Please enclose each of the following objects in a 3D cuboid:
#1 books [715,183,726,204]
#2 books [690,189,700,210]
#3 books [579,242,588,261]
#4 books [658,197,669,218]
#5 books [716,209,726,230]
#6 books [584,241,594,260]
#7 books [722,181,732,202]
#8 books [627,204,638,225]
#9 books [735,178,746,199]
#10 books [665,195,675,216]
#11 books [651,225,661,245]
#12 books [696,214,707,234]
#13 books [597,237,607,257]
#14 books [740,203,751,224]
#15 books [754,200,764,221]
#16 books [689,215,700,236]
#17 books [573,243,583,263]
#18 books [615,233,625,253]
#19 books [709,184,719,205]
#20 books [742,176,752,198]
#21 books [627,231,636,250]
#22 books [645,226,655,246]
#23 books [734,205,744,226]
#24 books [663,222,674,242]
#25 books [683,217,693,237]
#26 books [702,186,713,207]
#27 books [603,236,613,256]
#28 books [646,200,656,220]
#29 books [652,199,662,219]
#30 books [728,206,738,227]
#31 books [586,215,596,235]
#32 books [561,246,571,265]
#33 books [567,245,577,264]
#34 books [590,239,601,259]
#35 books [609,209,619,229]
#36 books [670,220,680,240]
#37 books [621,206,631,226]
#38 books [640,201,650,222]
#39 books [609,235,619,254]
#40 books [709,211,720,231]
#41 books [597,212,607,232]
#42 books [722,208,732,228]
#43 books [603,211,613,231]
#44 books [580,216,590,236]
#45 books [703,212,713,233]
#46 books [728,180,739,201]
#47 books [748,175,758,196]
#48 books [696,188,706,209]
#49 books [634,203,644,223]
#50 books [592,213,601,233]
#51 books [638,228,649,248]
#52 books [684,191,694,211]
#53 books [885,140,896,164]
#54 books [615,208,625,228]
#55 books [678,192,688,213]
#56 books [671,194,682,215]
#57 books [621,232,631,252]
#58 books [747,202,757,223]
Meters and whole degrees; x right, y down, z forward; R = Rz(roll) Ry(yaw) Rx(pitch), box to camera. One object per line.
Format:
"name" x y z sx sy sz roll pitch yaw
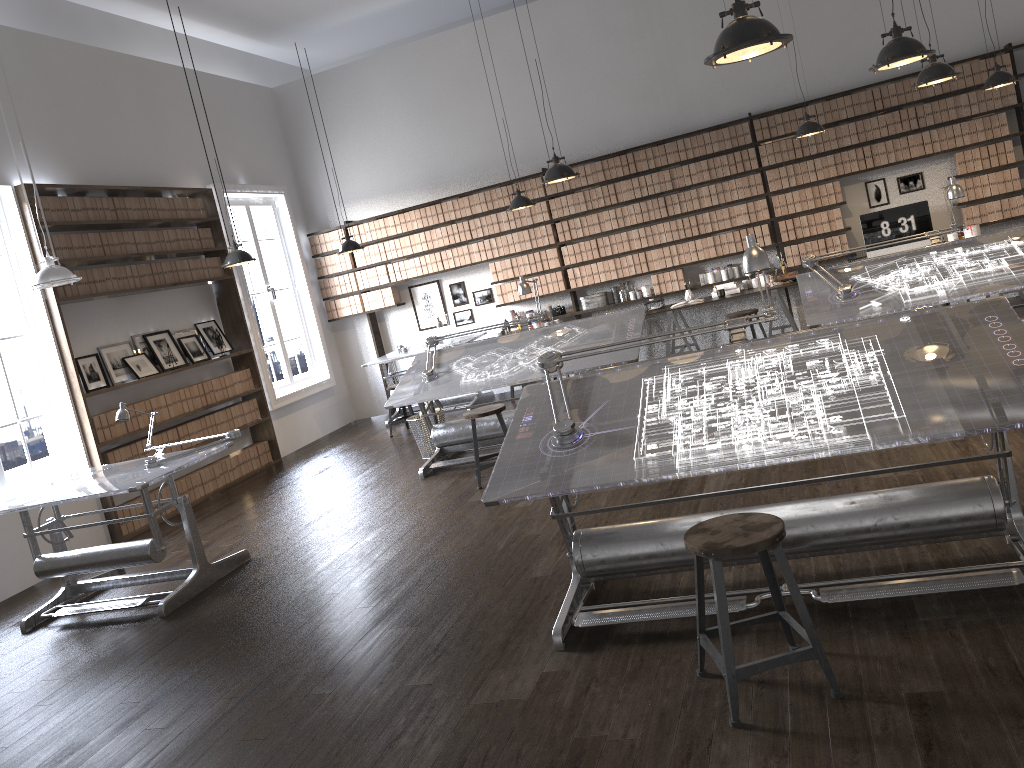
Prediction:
"books" 2.268 -2.065 9.612 0.066 0.225 0.176 -12 6 18
"books" 2.013 -2.015 9.691 0.066 0.225 0.176 -12 6 19
"books" 0.834 -1.512 10.128 0.066 0.224 0.176 -12 6 18
"books" 1.683 -1.953 9.801 0.066 0.225 0.176 -12 6 18
"books" 2.281 -1.787 9.651 0.066 0.225 0.176 -12 6 19
"books" 0.896 -1.524 10.110 0.066 0.224 0.176 -12 6 19
"books" 2.334 -2.077 9.592 0.066 0.225 0.176 -12 6 18
"books" 1.359 -1.891 9.911 0.066 0.225 0.176 -12 6 18
"books" 2.464 -2.101 9.541 0.066 0.225 0.176 -12 6 19
"books" 1.754 -1.967 9.784 0.066 0.225 0.176 -12 6 19
"books" 1.615 -1.661 9.873 0.066 0.225 0.176 -12 6 18
"books" 2.083 -1.750 9.717 0.066 0.225 0.176 -12 6 18
"books" 1.035 -1.550 10.064 0.066 0.225 0.176 -12 6 19
"books" 2.525 -1.833 9.565 0.066 0.225 0.176 -12 6 18
"books" 2.657 -1.859 9.528 0.066 0.225 0.176 -12 6 19
"books" 2.011 -1.735 9.735 0.066 0.225 0.176 -12 6 19
"books" 0.774 -1.500 10.144 0.066 0.225 0.176 -12 6 19
"books" 1.233 -1.588 9.998 0.066 0.225 0.176 -12 6 18
"books" 2.202 -2.051 9.630 0.066 0.225 0.176 -12 6 19
"books" 2.526 -2.113 9.521 0.066 0.225 0.176 -12 6 18
"books" 1.358 -1.611 9.956 0.066 0.224 0.176 -12 6 18
"books" 1.549 -1.648 9.893 0.066 0.225 0.176 -12 6 18
"books" 2.464 -1.821 9.588 0.066 0.224 0.176 -12 6 19
"books" 1.745 -1.684 9.822 0.066 0.225 0.176 -12 6 19
"books" 1.944 -1.723 9.763 0.066 0.224 0.176 -12 6 18
"books" 2.135 -2.039 9.654 0.066 0.224 0.176 -12 6 18
"books" 1.100 -1.562 10.038 0.066 0.225 0.176 -12 6 19
"books" 1.553 -1.928 9.847 0.066 0.224 0.176 -12 6 18
"books" 1.615 -1.940 9.830 0.066 0.224 0.176 -12 6 19
"books" 2.406 -1.811 9.609 0.066 0.224 0.176 -12 6 19
"books" 0.914 -1.807 10.061 0.066 0.225 0.176 -12 6 19
"books" 0.640 -1.475 10.192 0.066 0.225 0.176 -12 6 18
"books" 0.707 -1.487 10.166 0.066 0.225 0.176 -12 6 18
"books" 0.963 -1.536 10.082 0.066 0.225 0.176 -12 6 18
"books" 1.163 -1.854 9.974 0.066 0.225 0.176 -12 6 18
"books" 1.813 -1.697 9.800 0.066 0.225 0.176 -12 6 18
"books" 1.296 -1.880 9.936 0.066 0.225 0.176 -12 6 19
"books" 1.493 -1.916 9.863 0.066 0.225 0.176 -12 6 19
"books" 1.167 -1.575 10.020 0.066 0.225 0.176 -12 6 18
"books" 2.215 -1.775 9.673 0.066 0.225 0.176 -12 6 19
"books" 1.038 -1.831 10.019 0.066 0.224 0.176 -12 6 19
"books" 2.342 -1.798 9.625 0.066 0.225 0.176 -12 6 18
"books" 1.097 -1.841 9.998 0.066 0.224 0.176 -12 6 19
"books" 0.848 -1.794 10.083 0.066 0.225 0.176 -12 6 19
"books" 2.148 -1.761 9.691 0.066 0.225 0.176 -12 6 18
"books" 2.398 -2.089 9.567 0.066 0.225 0.176 -12 6 19
"books" 2.586 -2.125 9.505 0.066 0.224 0.176 -12 6 19
"books" 2.077 -2.028 9.675 0.066 0.224 0.176 -12 6 18
"books" 1.426 -1.904 9.885 0.066 0.225 0.176 -12 6 18
"books" 0.975 -1.818 10.035 0.066 0.225 0.176 -12 6 18
"books" 1.482 -1.635 9.911 0.066 0.225 0.176 -12 6 19
"books" 1.952 -2.004 9.717 0.066 0.225 0.176 -12 6 18
"books" 3.871 -2.375 9.078 0.066 0.225 0.176 -12 6 18
"books" 1.230 -1.867 9.956 0.066 0.225 0.176 -12 6 19
"books" 1.886 -1.992 9.739 0.066 0.225 0.176 -12 6 18
"books" 1.819 -1.979 9.757 0.066 0.225 0.176 -12 6 19
"books" 1.294 -1.599 9.972 0.066 0.225 0.176 -12 6 19
"books" 2.592 -1.846 9.547 0.066 0.225 0.176 -12 6 19
